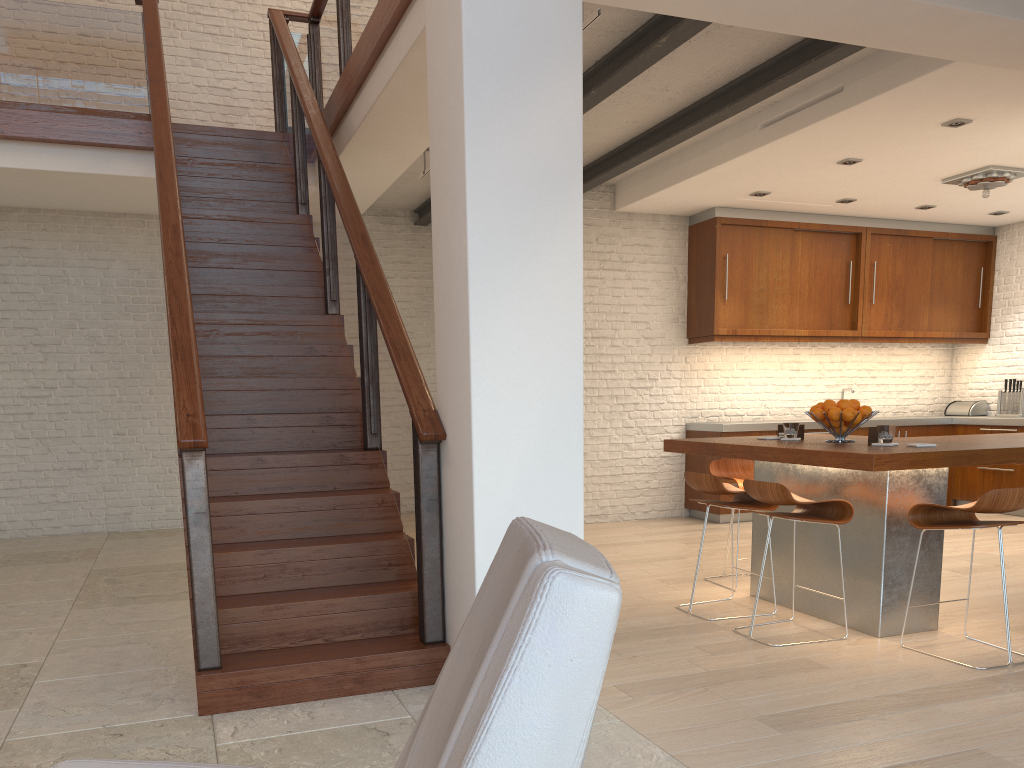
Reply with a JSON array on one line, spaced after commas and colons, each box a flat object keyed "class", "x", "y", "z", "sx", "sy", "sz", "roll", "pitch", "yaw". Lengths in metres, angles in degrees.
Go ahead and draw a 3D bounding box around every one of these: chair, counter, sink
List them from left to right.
[{"class": "chair", "x": -0.354, "y": 0.706, "z": 1.182, "sx": 0.972, "sy": 1.035, "sz": 1.009, "roll": -1, "pitch": 4, "yaw": -4}, {"class": "chair", "x": 1.153, "y": 0.858, "z": 4.746, "sx": 0.421, "sy": 0.790, "sz": 0.397, "roll": -4, "pitch": 8, "yaw": -21}, {"class": "chair", "x": 1.456, "y": 0.865, "z": 5.450, "sx": 0.403, "sy": 0.790, "sz": 0.414, "roll": -4, "pitch": 8, "yaw": -21}, {"class": "chair", "x": 1.345, "y": 0.846, "z": 4.250, "sx": 0.421, "sy": 0.790, "sz": 0.397, "roll": -4, "pitch": 8, "yaw": -21}, {"class": "sink", "x": 3.690, "y": 0.255, "z": 8.797, "sx": 0.856, "sy": 0.437, "sz": 0.510, "roll": -1, "pitch": 3, "yaw": -21}, {"class": "counter", "x": 2.371, "y": 0.764, "z": 4.898, "sx": 2.489, "sy": 0.937, "sz": 1.666, "roll": -1, "pitch": 1, "yaw": -21}, {"class": "counter", "x": 3.859, "y": 0.356, "z": 7.357, "sx": 3.324, "sy": 0.071, "sz": 3.483, "roll": -1, "pitch": -1, "yaw": -21}, {"class": "chair", "x": 2.064, "y": 0.828, "z": 3.879, "sx": 0.403, "sy": 0.790, "sz": 0.414, "roll": -4, "pitch": 8, "yaw": -21}]

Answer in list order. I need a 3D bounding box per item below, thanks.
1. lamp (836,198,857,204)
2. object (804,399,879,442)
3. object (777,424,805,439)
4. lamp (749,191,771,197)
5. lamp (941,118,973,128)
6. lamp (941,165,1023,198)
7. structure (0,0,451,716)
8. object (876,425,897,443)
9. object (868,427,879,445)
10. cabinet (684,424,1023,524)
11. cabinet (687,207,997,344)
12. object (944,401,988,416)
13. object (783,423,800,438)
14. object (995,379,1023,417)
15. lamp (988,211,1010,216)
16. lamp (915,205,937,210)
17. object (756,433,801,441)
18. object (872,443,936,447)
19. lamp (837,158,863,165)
[{"class": "lamp", "x": 2.883, "y": -1.597, "z": 7.513, "sx": 0.123, "sy": 0.056, "sz": 0.122, "roll": -1, "pitch": 1, "yaw": -21}, {"class": "object", "x": 1.724, "y": 0.192, "z": 4.565, "sx": 0.364, "sy": 0.226, "sz": 0.359, "roll": 0, "pitch": 2, "yaw": 34}, {"class": "object", "x": 1.582, "y": 0.271, "z": 4.946, "sx": 0.093, "sy": 0.083, "sz": 0.113, "roll": -2, "pitch": 3, "yaw": -21}, {"class": "lamp", "x": 2.050, "y": -1.589, "z": 7.202, "sx": 0.123, "sy": 0.056, "sz": 0.122, "roll": -1, "pitch": 1, "yaw": -21}, {"class": "lamp", "x": 2.751, "y": -1.632, "z": 5.389, "sx": 0.123, "sy": 0.056, "sz": 0.122, "roll": -1, "pitch": 1, "yaw": -21}, {"class": "lamp", "x": 3.662, "y": -1.524, "z": 6.729, "sx": 0.449, "sy": 0.173, "sz": 0.445, "roll": -1, "pitch": 0, "yaw": -21}, {"class": "structure", "x": 0.126, "y": -0.848, "z": 3.920, "sx": 13.817, "sy": 4.214, "sz": 10.037, "roll": -1, "pitch": 1, "yaw": -21}, {"class": "object", "x": 1.792, "y": 0.241, "z": 4.177, "sx": 0.091, "sy": 0.086, "sz": 0.089, "roll": -1, "pitch": 4, "yaw": -6}, {"class": "object", "x": 1.818, "y": 0.256, "z": 4.321, "sx": 0.094, "sy": 0.083, "sz": 0.113, "roll": 1, "pitch": 3, "yaw": 24}, {"class": "cabinet", "x": 4.094, "y": -0.176, "z": 7.652, "sx": 4.766, "sy": 2.884, "sz": 2.235, "roll": 0, "pitch": 5, "yaw": 33}, {"class": "cabinet", "x": 3.288, "y": -0.986, "z": 8.542, "sx": 3.333, "sy": 1.191, "sz": 0.452, "roll": -1, "pitch": 8, "yaw": -20}, {"class": "object", "x": 4.779, "y": 0.257, "z": 9.185, "sx": 0.249, "sy": 0.162, "sz": 0.340, "roll": -2, "pitch": 1, "yaw": -21}, {"class": "object", "x": 1.537, "y": 0.256, "z": 4.804, "sx": 0.091, "sy": 0.086, "sz": 0.090, "roll": -3, "pitch": 4, "yaw": -24}, {"class": "object", "x": 4.997, "y": 0.137, "z": 8.726, "sx": 0.066, "sy": 0.382, "sz": 0.316, "roll": -4, "pitch": 6, "yaw": -21}, {"class": "lamp", "x": 4.547, "y": -1.613, "z": 8.137, "sx": 0.123, "sy": 0.056, "sz": 0.122, "roll": -1, "pitch": 1, "yaw": -21}, {"class": "lamp", "x": 3.715, "y": -1.605, "z": 7.825, "sx": 0.123, "sy": 0.056, "sz": 0.122, "roll": -1, "pitch": 1, "yaw": -21}, {"class": "object", "x": 1.545, "y": 0.294, "z": 4.893, "sx": 0.205, "sy": 0.035, "sz": 0.284, "roll": -1, "pitch": -1, "yaw": -21}, {"class": "object", "x": 1.826, "y": 0.278, "z": 4.191, "sx": 0.198, "sy": 0.035, "sz": 0.391, "roll": -1, "pitch": -1, "yaw": -17}, {"class": "lamp", "x": 2.420, "y": -1.611, "z": 6.246, "sx": 0.123, "sy": 0.056, "sz": 0.122, "roll": -1, "pitch": 1, "yaw": -21}]
